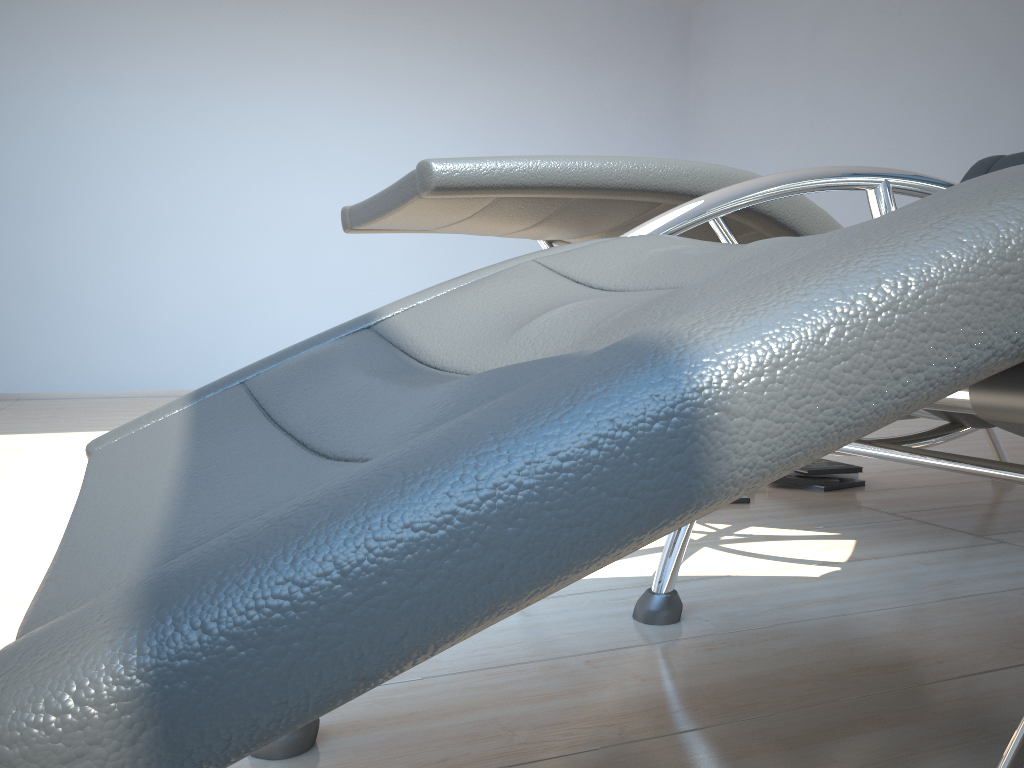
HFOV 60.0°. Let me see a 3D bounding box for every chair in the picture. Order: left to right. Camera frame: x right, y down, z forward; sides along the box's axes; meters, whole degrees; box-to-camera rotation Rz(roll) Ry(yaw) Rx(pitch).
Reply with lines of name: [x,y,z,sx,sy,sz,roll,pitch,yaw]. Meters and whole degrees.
chair: [0.733,-0.150,1.966,2.114,0.953,0.836,-1,4,-22]
chair: [0.635,-0.230,0.864,1.938,1.251,0.836,-1,4,-22]

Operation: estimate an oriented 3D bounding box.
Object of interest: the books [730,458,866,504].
books: [-0.688,0.269,1.002,1.045,0.222,4.790,3,4,35]
